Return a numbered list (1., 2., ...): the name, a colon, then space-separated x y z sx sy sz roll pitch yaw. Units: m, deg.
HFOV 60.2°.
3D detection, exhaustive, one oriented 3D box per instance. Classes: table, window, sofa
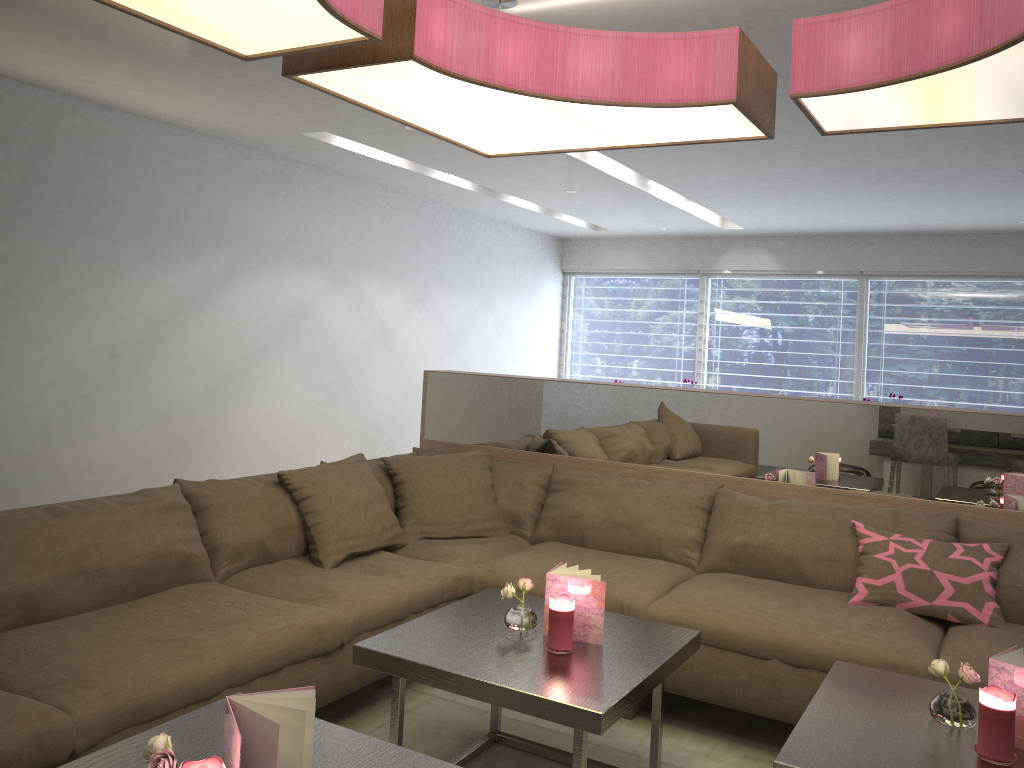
1. table: 0.052 0.854 2.254 0.659 0.412 0.656 4 2 30
2. table: 0.922 0.923 1.757 0.659 0.412 0.656 4 2 30
3. window: 3.728 -0.167 9.464 7.114 2.076 0.158 4 -1 30
4. table: -0.451 0.868 1.371 0.659 0.412 0.656 4 2 30
5. sofa: 0.379 0.760 1.857 3.772 0.676 3.174 4 3 30

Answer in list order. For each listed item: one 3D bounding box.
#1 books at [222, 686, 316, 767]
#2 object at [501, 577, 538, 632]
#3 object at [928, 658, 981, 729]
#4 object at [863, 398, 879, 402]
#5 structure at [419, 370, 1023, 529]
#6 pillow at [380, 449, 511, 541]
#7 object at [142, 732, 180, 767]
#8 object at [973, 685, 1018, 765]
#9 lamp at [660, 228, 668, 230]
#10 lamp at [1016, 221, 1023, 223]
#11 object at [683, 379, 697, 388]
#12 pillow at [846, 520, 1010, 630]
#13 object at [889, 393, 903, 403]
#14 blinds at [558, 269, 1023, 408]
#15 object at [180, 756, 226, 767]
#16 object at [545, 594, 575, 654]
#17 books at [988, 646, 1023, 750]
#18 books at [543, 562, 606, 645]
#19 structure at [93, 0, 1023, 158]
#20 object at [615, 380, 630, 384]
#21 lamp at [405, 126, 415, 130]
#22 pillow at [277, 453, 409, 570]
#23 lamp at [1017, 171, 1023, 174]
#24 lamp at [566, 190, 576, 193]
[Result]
1. books: -0.365 0.590 1.375 0.143 0.165 0.158 3 0 -25
2. object: 0.021 0.579 2.329 0.101 0.129 0.095 3 0 13
3. object: 0.929 0.647 1.866 0.091 0.132 0.102 3 0 -5
4. object: 2.476 0.236 6.113 0.104 0.277 0.154 2 -1 27
5. structure: 1.245 0.568 3.347 3.779 1.010 0.223 4 -1 30
6. pillow: -0.262 0.447 3.510 0.502 0.357 0.298 2 0 -28
7. object: -0.489 0.601 1.304 0.095 0.126 0.194 3 1 -29
8. object: 0.935 0.656 1.705 0.075 0.129 0.075 3 -1 2
9. lamp: 1.668 -1.703 9.707 0.089 0.007 0.089 2 3 -15
10. lamp: 4.626 -1.467 8.019 0.089 0.007 0.089 2 3 -15
11. object: 1.667 0.090 8.321 0.104 0.277 0.154 2 -1 27
12. pillow: 1.293 0.594 2.756 0.464 0.253 0.180 4 0 25
13. object: 3.225 0.214 7.431 0.104 0.277 0.154 2 -1 27
14. blinds: 3.668 -0.193 9.379 7.109 2.047 0.045 4 -1 30
15. object: -0.441 0.604 1.250 0.075 0.129 0.075 3 -1 -8
16. object: 0.121 0.590 2.182 0.075 0.129 0.075 3 -1 2
17. books: 1.074 0.648 1.786 0.142 0.165 0.158 3 0 -40
18. books: 0.155 0.575 2.289 0.143 0.164 0.258 3 1 -7
19. structure: 0.368 -1.115 1.908 2.446 0.619 2.442 4 3 30
20. object: 0.863 0.107 7.034 0.104 0.277 0.154 2 -1 27
21. lamp: -0.640 -1.637 5.649 0.089 0.007 0.089 2 3 -15
22. pillow: -0.596 0.444 3.143 0.312 0.339 0.493 3 1 24
23. lamp: 3.472 -1.434 5.990 0.089 0.007 0.089 2 3 -15
24. lamp: 0.514 -1.670 7.678 0.089 0.007 0.089 2 3 -15
